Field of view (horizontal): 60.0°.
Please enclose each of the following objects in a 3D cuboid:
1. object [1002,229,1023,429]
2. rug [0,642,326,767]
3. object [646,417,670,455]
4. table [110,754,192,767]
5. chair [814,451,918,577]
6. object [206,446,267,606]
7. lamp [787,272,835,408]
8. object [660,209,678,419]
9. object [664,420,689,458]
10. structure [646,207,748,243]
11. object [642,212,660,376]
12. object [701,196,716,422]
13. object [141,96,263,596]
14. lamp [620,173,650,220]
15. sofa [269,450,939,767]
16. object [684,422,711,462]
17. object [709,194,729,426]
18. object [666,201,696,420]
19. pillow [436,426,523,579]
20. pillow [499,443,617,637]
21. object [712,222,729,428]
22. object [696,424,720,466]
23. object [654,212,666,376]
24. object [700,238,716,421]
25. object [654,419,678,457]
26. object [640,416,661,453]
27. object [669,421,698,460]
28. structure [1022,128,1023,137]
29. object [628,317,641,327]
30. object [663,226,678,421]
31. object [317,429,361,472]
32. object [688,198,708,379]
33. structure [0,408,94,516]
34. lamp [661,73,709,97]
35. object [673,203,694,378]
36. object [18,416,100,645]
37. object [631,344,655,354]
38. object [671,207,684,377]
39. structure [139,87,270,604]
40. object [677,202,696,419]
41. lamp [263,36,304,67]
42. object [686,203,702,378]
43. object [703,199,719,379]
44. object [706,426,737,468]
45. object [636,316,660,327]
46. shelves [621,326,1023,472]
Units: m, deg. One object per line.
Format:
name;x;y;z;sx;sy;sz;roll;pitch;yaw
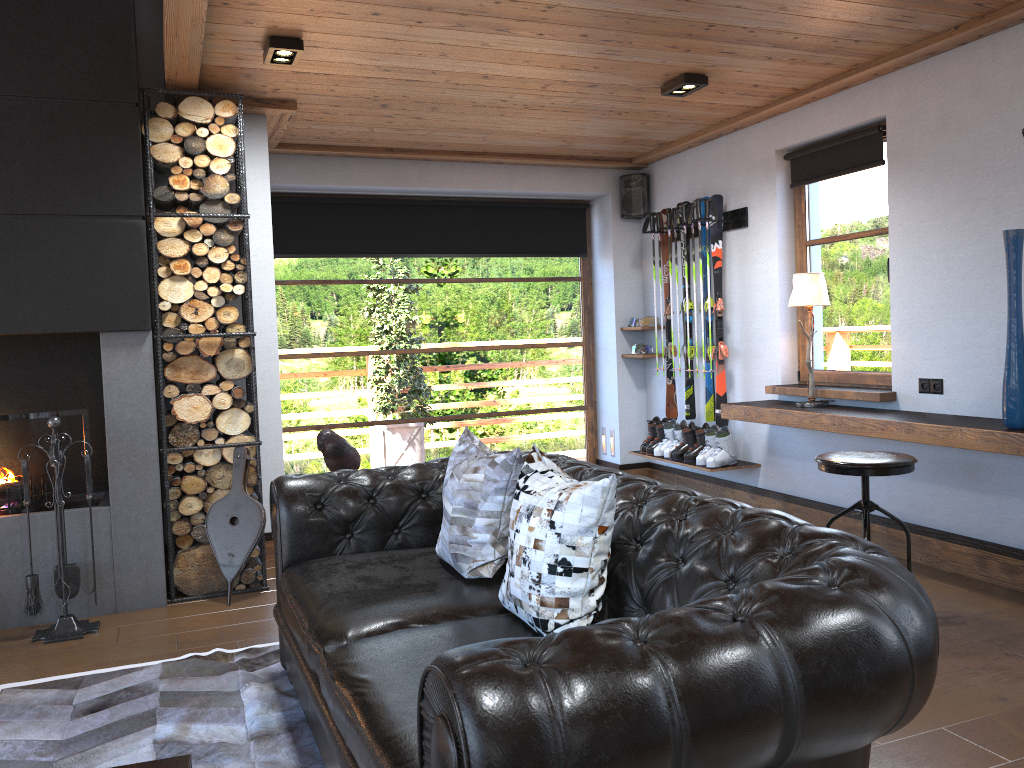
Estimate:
object;2.258;-0.236;3.816;0.271;0.862;0.112;-1;3;24
rug;-0.208;1.175;2.056;2.452;0.053;4.013;-3;3;-21
object;1.132;0.394;6.780;0.253;0.270;0.116;-3;3;-17
table;-0.844;1.062;1.707;0.403;0.350;0.646;-3;3;-16
chair;1.609;0.681;4.020;0.444;0.716;0.438;-3;3;-18
object;-1.432;0.721;4.597;0.271;0.794;0.260;-4;3;-38
lamp;1.975;0.072;5.365;0.637;1.481;0.244;-3;3;-19
object;1.215;-0.531;6.760;0.116;1.605;0.094;-3;3;-22
object;1.234;0.402;6.559;0.253;0.270;0.116;-3;3;-17
structure;1.290;-1.149;6.467;0.321;0.135;1.042;-3;3;-21
object;1.066;-0.679;6.735;0.122;1.249;0.058;-4;3;-40
object;1.424;-0.535;6.375;0.112;1.621;0.072;-3;3;-22
object;-1.676;-0.195;4.817;0.498;2.610;0.462;-3;3;-22
lamp;1.004;-1.531;7.241;0.215;0.349;0.212;-3;3;-22
sofa;0.020;0.737;2.711;1.250;0.838;2.545;-3;3;-22
object;1.341;0.411;6.322;0.252;0.270;0.116;-3;3;-7
object;1.456;-0.507;6.141;0.116;1.605;0.094;-3;3;-22
object;1.245;-0.537;6.552;0.257;1.621;0.103;-3;3;-26
pillow;-0.120;0.407;3.163;0.285;0.469;0.524;-3;3;-18
pillow;0.125;0.432;2.535;0.285;0.469;0.524;-3;3;-18
object;1.432;-0.496;6.236;0.116;1.605;0.094;-3;3;-22
object;1.376;0.418;6.155;0.254;0.270;0.115;-4;3;-27
object;1.121;-0.685;6.797;0.060;1.249;0.119;-4;3;-39
object;1.407;-0.538;6.449;0.112;1.621;0.072;-3;3;-22
object;1.176;0.398;6.666;0.253;0.270;0.116;-3;3;-17
object;1.092;0.389;6.890;0.254;0.270;0.115;-4;3;-32
object;1.263;0.407;6.434;0.252;0.270;0.116;-2;3;-2
structure;2.544;-1.033;3.500;0.099;0.239;1.238;-3;3;-21
object;1.039;-0.510;7.305;0.161;0.084;0.188;-3;3;-23
object;1.191;-0.521;6.854;0.116;1.605;0.094;-3;3;-22
object;-0.776;0.354;4.026;0.148;0.319;0.250;-1;3;20
object;1.287;-0.656;6.151;0.119;1.249;0.060;-1;3;35
structure;-2.597;0.412;4.305;0.991;0.514;0.182;-3;3;-22
lamp;0.959;-1.670;4.940;0.156;0.068;0.259;-3;3;-21
object;1.224;-0.665;6.352;0.120;1.249;0.059;-1;3;25
object;-2.096;0.657;4.115;0.305;1.017;0.310;-1;3;24
object;1.076;-0.288;7.238;0.187;0.084;0.354;-1;3;14
object;1.205;-0.676;6.581;0.060;1.249;0.119;-4;3;-39
structure;-1.667;-0.202;4.810;0.506;2.615;0.508;-3;3;-22
object;1.298;-0.544;6.643;0.112;1.621;0.072;-3;3;-22
lamp;-1.062;-1.548;4.110;0.156;0.068;0.259;-3;3;-21
object;1.289;-0.668;6.364;0.060;1.249;0.119;-4;3;-39
object;1.392;-0.659;6.134;0.120;1.249;0.059;-1;3;30
object;1.421;0.423;6.038;0.254;0.270;0.115;-4;3;-27
object;1.104;-0.503;7.140;0.191;0.084;0.158;-3;3;-23
shelves;2.203;0.142;4.329;0.617;0.988;6.591;-3;3;-21
